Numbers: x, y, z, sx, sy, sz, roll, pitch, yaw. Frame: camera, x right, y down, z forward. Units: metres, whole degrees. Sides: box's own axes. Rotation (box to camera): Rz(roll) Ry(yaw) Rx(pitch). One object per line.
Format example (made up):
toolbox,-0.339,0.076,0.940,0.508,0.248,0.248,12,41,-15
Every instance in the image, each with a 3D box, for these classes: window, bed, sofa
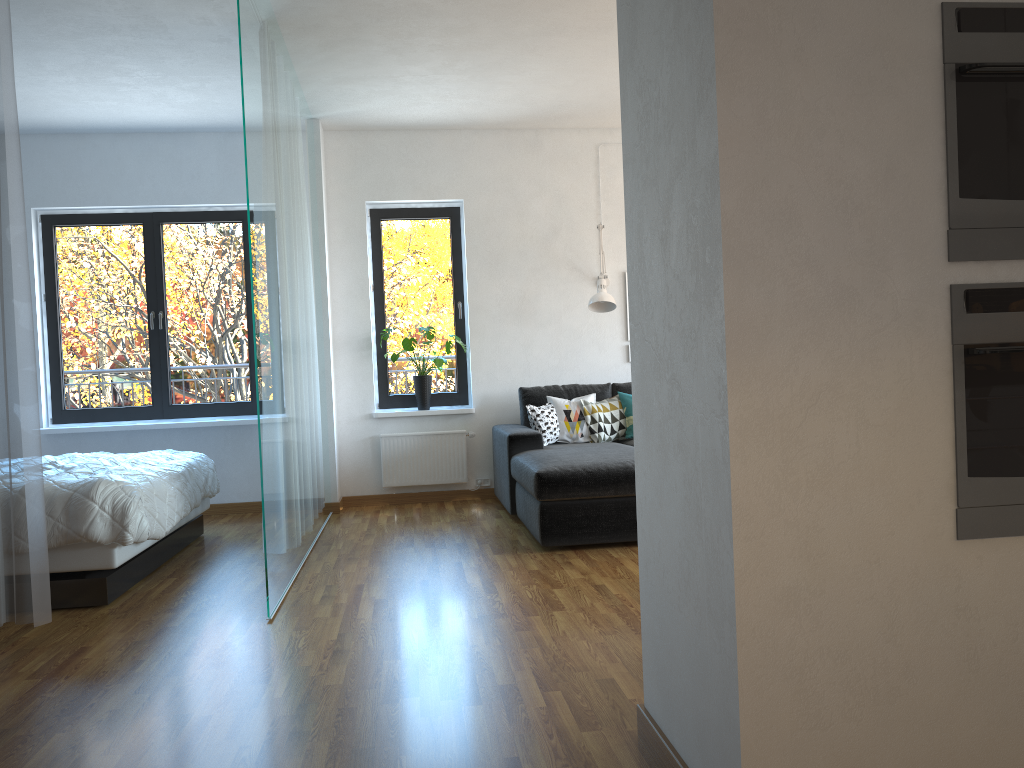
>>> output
window,-2.642,-0.502,6.544,1.561,1.588,0.119,-3,1,-7
window,-7.319,1.773,18.914,13.976,18.376,24.369,-2,1,0
bed,-2.919,0.619,4.600,2.441,0.763,2.165,-3,1,-7
sofa,1.218,0.398,5.752,2.508,0.848,2.163,-3,1,-7

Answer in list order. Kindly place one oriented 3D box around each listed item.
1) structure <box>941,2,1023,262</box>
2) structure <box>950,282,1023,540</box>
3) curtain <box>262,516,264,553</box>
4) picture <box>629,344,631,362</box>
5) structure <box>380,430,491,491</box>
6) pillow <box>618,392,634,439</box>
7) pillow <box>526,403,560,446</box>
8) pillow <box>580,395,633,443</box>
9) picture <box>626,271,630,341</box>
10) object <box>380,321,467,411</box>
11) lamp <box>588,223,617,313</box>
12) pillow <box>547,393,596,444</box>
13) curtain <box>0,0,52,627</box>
structure,1.068,-0.464,1.605,0.585,0.462,0.052,-3,1,-7
structure,1.089,0.039,1.617,0.585,0.462,0.052,-3,1,-7
curtain,-1.331,-0.495,5.404,0.153,2.734,1.807,-3,1,-5
picture,1.319,-0.256,6.895,0.837,0.136,0.021,-3,1,-7
structure,-0.571,0.585,6.652,0.817,0.460,0.076,-3,1,-9
pillow,0.984,0.216,6.367,0.414,0.340,0.273,-3,1,-7
pillow,0.227,0.284,6.125,0.160,0.320,0.334,-2,1,29
pillow,0.658,0.256,6.338,0.454,0.363,0.242,-3,1,-40
picture,1.078,-0.608,6.856,0.390,0.534,0.013,-3,1,-7
object,-0.634,-0.139,6.584,0.657,0.675,0.447,-3,1,-16
lamp,0.633,-0.844,6.479,0.200,0.670,0.698,-2,1,3
pillow,0.432,0.246,6.239,0.360,0.344,0.173,-3,1,-7
curtain,-2.711,-0.415,3.264,1.808,2.734,0.154,-3,1,-5
